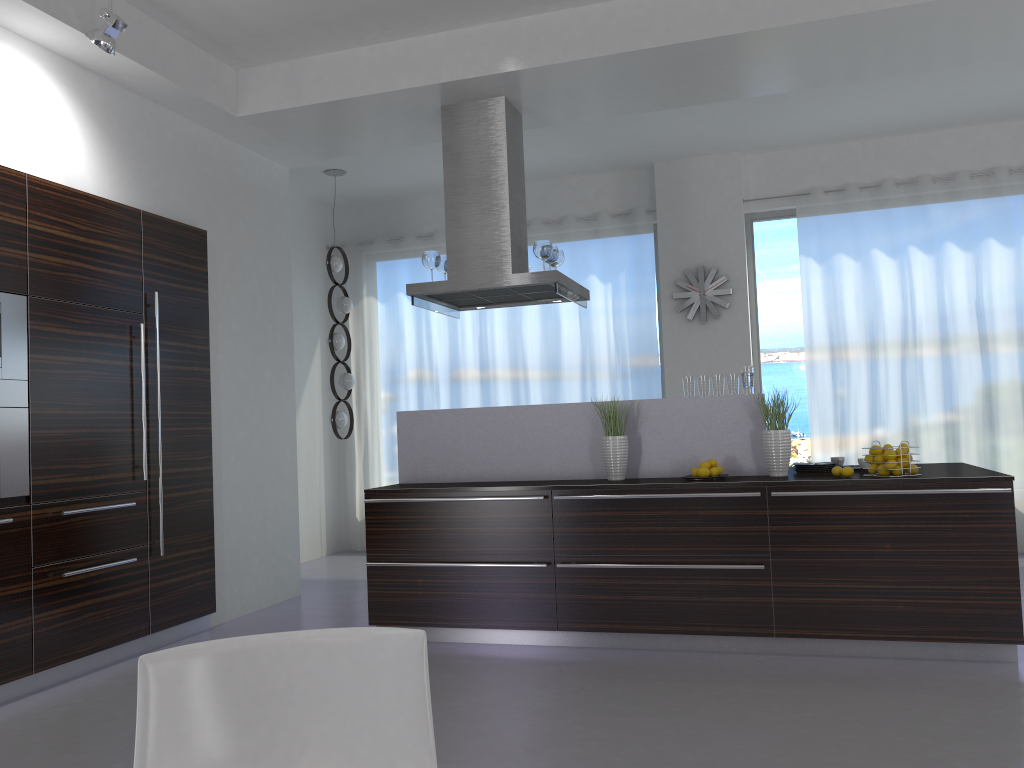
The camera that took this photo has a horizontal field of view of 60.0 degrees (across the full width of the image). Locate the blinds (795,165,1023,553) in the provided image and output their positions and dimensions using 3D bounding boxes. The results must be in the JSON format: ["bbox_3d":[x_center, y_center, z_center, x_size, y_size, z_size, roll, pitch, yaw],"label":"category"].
[{"bbox_3d":[3.861,-0.198,7.173,2.830,3.112,0.120,-3,-3,17],"label":"blinds"}]

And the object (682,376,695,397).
[{"bbox_3d":[1.003,0.016,5.022,0.072,0.119,0.071,-1,-3,-23],"label":"object"}]

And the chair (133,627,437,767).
[{"bbox_3d":[-0.345,0.849,1.382,0.508,0.805,0.620,-2,-3,-13],"label":"chair"}]

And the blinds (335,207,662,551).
[{"bbox_3d":[-0.207,0.032,8.439,3.245,3.112,0.120,-3,-3,17],"label":"blinds"}]

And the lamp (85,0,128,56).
[{"bbox_3d":[-1.772,-1.810,3.998,0.171,0.511,0.605,0,-4,-41],"label":"lamp"}]

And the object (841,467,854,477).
[{"bbox_3d":[1.679,0.440,4.441,0.063,0.051,0.053,-3,-3,21],"label":"object"}]

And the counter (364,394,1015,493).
[{"bbox_3d":[0.931,0.737,5.152,3.291,1.300,1.302,-3,-3,17],"label":"counter"}]

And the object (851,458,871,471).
[{"bbox_3d":[1.957,0.446,4.910,0.153,0.069,0.153,-2,-3,-9],"label":"object"}]

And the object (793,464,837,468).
[{"bbox_3d":[1.701,0.464,4.978,0.232,0.020,0.232,-3,-3,21],"label":"object"}]

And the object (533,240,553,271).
[{"bbox_3d":[0.196,-0.778,5.532,0.125,0.221,0.125,-5,-4,42],"label":"object"}]

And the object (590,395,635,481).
[{"bbox_3d":[0.559,0.285,4.943,0.269,0.502,0.247,-3,-3,18],"label":"object"}]

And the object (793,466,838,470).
[{"bbox_3d":[1.701,0.474,4.978,0.232,0.020,0.232,-4,-3,26],"label":"object"}]

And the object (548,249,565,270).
[{"bbox_3d":[0.286,-0.767,5.823,0.125,0.221,0.125,-5,-4,42],"label":"object"}]

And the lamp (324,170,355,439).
[{"bbox_3d":[-1.524,-0.698,7.818,0.180,2.370,0.367,-3,-3,11],"label":"lamp"}]

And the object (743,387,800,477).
[{"bbox_3d":[1.414,0.238,4.702,0.269,0.502,0.247,-1,-3,-30],"label":"object"}]

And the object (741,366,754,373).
[{"bbox_3d":[1.310,-0.040,4.929,0.071,0.119,0.072,-1,-3,-33],"label":"object"}]

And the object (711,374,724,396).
[{"bbox_3d":[1.157,0.008,4.975,0.071,0.119,0.072,-1,-3,-33],"label":"object"}]

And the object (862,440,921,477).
[{"bbox_3d":[1.886,0.368,4.414,0.189,0.174,0.207,-1,-3,-18],"label":"object"}]

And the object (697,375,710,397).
[{"bbox_3d":[1.080,0.012,4.998,0.071,0.119,0.072,-1,-3,-33],"label":"object"}]

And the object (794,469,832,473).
[{"bbox_3d":[1.702,0.484,4.977,0.232,0.020,0.232,-4,-3,26],"label":"object"}]

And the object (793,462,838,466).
[{"bbox_3d":[1.559,0.403,5.108,0.646,0.147,0.269,-5,-4,42],"label":"object"}]

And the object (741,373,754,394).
[{"bbox_3d":[1.311,-0.001,4.927,0.071,0.119,0.072,-1,-3,-33],"label":"object"}]

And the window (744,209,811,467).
[{"bbox_3d":[3.583,-0.358,7.500,3.000,2.500,0.100,-3,-3,17],"label":"window"}]

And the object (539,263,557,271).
[{"bbox_3d":[0.258,-0.730,6.062,0.137,0.174,0.137,-1,-3,-18],"label":"object"}]

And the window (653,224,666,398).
[{"bbox_3d":[0.007,-0.155,8.613,3.000,2.500,0.100,-3,-3,17],"label":"window"}]

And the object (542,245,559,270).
[{"bbox_3d":[0.242,-0.772,5.683,0.125,0.221,0.125,-5,-4,42],"label":"object"}]

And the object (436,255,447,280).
[{"bbox_3d":[-0.444,-0.734,5.872,0.125,0.221,0.125,-5,-4,42],"label":"object"}]

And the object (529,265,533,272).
[{"bbox_3d":[0.077,-0.720,6.119,0.137,0.174,0.137,-1,-3,-18],"label":"object"}]

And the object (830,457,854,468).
[{"bbox_3d":[1.902,0.462,5.177,0.153,0.069,0.153,0,-4,-39],"label":"object"}]

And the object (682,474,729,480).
[{"bbox_3d":[1.029,0.497,4.721,0.232,0.020,0.232,-4,-3,26],"label":"object"}]

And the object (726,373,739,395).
[{"bbox_3d":[1.234,0.003,4.951,0.071,0.119,0.072,-1,-3,-33],"label":"object"}]

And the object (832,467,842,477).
[{"bbox_3d":[1.654,0.444,4.499,0.053,0.051,0.063,-2,-3,-14],"label":"object"}]
